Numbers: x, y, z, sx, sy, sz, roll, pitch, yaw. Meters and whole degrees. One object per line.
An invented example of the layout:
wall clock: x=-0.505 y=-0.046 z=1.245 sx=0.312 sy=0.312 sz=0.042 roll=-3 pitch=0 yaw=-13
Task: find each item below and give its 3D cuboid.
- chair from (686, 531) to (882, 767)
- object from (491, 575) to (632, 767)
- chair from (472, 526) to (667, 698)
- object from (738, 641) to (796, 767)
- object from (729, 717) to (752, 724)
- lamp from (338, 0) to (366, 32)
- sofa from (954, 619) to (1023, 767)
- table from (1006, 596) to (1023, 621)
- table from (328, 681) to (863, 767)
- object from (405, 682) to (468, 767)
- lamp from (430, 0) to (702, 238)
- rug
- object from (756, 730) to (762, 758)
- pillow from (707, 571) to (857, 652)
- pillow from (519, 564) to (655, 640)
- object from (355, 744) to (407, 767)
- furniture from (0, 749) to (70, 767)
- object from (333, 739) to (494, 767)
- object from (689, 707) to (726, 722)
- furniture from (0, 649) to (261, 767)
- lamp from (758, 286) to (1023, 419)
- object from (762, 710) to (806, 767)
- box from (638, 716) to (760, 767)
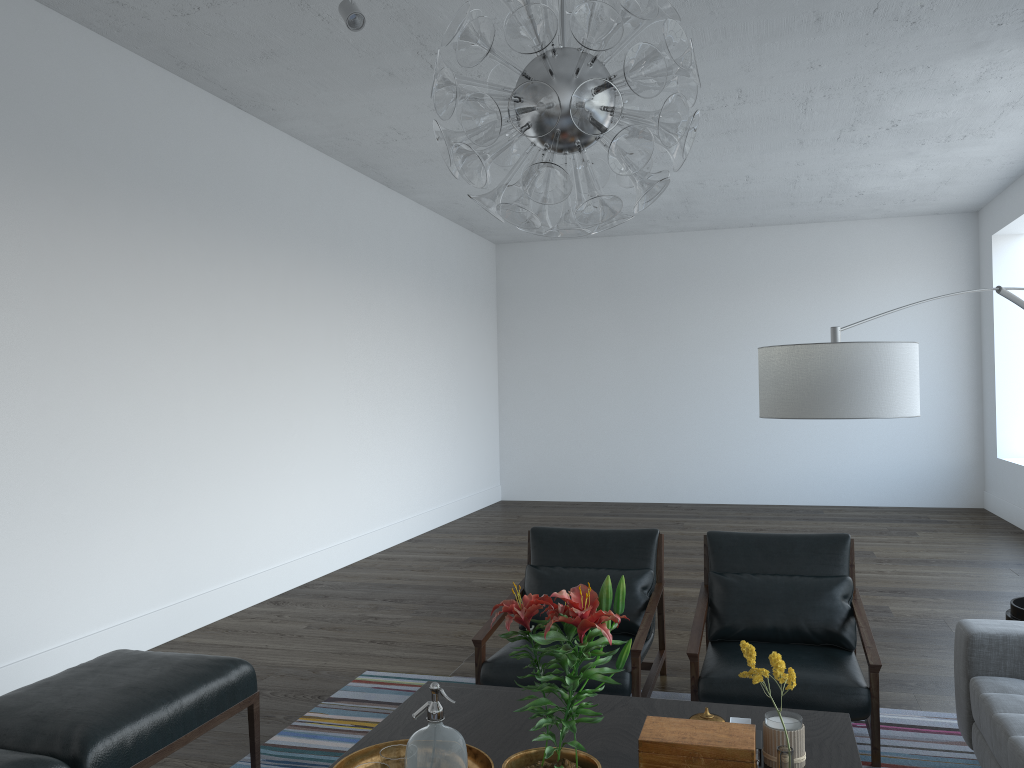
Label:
chair: x=1.094 y=1.017 z=3.621 sx=0.678 sy=0.698 sz=0.983 roll=-1 pitch=-1 yaw=16
object: x=0.110 y=0.684 z=1.857 sx=0.284 sy=0.558 sz=0.275 roll=-1 pitch=-1 yaw=-22
chair: x=0.284 y=1.035 z=3.853 sx=0.678 sy=0.698 sz=0.983 roll=-1 pitch=-1 yaw=16
object: x=0.486 y=0.719 z=1.670 sx=0.121 sy=0.470 sz=0.120 roll=-1 pitch=-1 yaw=32
object: x=0.599 y=0.912 z=2.325 sx=0.058 sy=0.055 sz=0.058 roll=-1 pitch=-1 yaw=16
lamp: x=-0.680 y=-1.632 z=3.768 sx=0.088 sy=0.285 sz=0.154 roll=-1 pitch=-1 yaw=-29
sofa: x=1.678 y=0.995 z=1.775 sx=0.991 sy=0.684 sz=2.541 roll=-1 pitch=-1 yaw=16
table: x=2.015 y=1.076 z=3.221 sx=0.379 sy=0.536 sz=0.379 roll=-1 pitch=-1 yaw=33
table: x=0.165 y=1.161 z=2.094 sx=1.306 sy=0.394 sz=1.362 roll=-1 pitch=-1 yaw=16
object: x=-0.173 y=0.823 z=2.019 sx=0.143 sy=0.288 sz=0.143 roll=-1 pitch=-1 yaw=-12
lamp: x=0.100 y=-1.084 z=1.841 sx=0.552 sy=1.546 sz=0.552 roll=-1 pitch=-1 yaw=4
rug: x=0.091 y=1.365 z=2.152 sx=2.735 sy=0.012 sz=3.760 roll=-1 pitch=-1 yaw=16
object: x=0.553 y=0.948 z=2.359 sx=0.214 sy=0.023 sz=0.130 roll=-1 pitch=-1 yaw=16
pillow: x=1.152 y=0.971 z=3.808 sx=0.612 sy=0.293 sz=0.246 roll=-1 pitch=-1 yaw=16
pillow: x=0.343 y=0.988 z=4.040 sx=0.612 sy=0.293 sz=0.246 roll=-1 pitch=-1 yaw=16
object: x=-0.296 y=0.923 z=2.072 sx=0.085 sy=0.089 sz=0.195 roll=-1 pitch=-1 yaw=25
furniture: x=-1.518 y=1.159 z=1.991 sx=0.584 sy=0.478 sz=0.828 roll=-1 pitch=-1 yaw=16
object: x=-0.232 y=0.936 z=2.071 sx=0.383 sy=0.068 sz=0.383 roll=-1 pitch=-1 yaw=-31
object: x=0.521 y=0.903 z=2.368 sx=0.103 sy=0.077 sz=0.103 roll=-1 pitch=-1 yaw=-12
furniture: x=-1.283 y=1.163 z=2.810 sx=0.583 sy=0.476 sz=0.827 roll=-1 pitch=-1 yaw=16
lamp: x=1.600 y=0.478 z=3.084 sx=2.162 sy=1.738 sz=0.432 roll=-1 pitch=-1 yaw=-40
object: x=0.685 y=0.898 z=2.244 sx=0.106 sy=0.116 sz=0.117 roll=-1 pitch=-1 yaw=-4
box: x=0.464 y=0.913 z=2.208 sx=0.294 sy=0.093 sz=0.169 roll=-1 pitch=-1 yaw=16
